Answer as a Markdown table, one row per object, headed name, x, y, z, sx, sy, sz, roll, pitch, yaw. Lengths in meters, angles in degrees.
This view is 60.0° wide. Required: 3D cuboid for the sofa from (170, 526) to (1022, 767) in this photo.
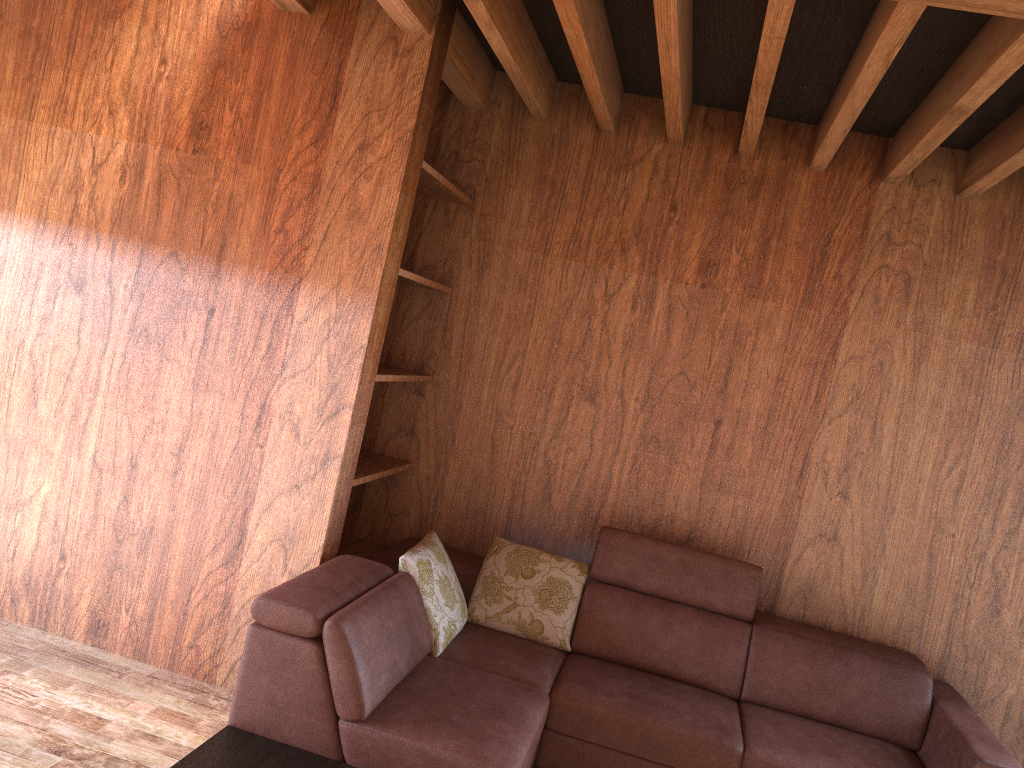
| name | x | y | z | sx | sy | sz | roll | pitch | yaw |
| --- | --- | --- | --- | --- | --- | --- | --- | --- | --- |
| sofa | 0.557 | 1.019 | 2.738 | 2.497 | 0.760 | 1.704 | 13 | 3 | 11 |
